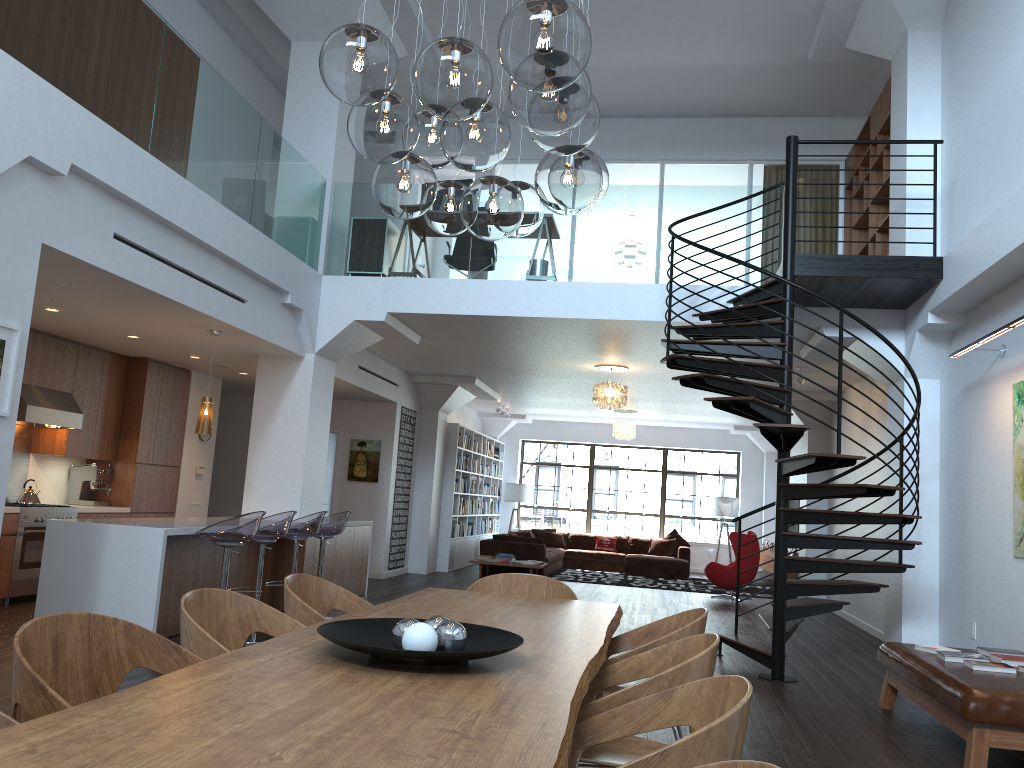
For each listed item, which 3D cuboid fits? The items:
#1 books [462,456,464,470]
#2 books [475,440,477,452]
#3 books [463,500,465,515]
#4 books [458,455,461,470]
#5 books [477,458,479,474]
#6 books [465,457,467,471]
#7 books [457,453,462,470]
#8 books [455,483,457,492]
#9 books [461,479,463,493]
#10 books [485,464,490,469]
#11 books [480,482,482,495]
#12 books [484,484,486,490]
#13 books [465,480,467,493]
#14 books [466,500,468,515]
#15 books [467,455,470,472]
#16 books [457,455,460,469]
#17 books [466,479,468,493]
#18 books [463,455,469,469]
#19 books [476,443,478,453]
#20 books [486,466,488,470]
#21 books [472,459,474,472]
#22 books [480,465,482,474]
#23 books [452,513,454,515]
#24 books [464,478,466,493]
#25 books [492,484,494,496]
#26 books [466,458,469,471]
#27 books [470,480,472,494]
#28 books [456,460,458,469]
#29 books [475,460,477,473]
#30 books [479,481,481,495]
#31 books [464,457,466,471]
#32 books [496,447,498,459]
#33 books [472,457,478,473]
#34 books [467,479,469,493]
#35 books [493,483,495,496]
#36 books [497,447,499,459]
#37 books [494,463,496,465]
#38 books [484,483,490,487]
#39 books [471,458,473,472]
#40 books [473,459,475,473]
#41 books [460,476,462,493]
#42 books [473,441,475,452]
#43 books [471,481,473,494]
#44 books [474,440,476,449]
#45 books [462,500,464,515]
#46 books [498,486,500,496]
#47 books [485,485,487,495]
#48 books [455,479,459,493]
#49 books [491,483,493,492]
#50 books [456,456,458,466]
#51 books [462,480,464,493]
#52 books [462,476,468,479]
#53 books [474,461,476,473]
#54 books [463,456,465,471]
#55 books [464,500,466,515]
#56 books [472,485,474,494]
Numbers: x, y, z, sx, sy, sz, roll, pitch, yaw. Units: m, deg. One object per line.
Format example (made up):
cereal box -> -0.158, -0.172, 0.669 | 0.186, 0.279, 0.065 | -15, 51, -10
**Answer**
books -> -0.921, 1.353, 15.190 | 0.183, 0.253, 0.042 | 3, -8, 10
books -> -0.731, 1.143, 16.246 | 0.158, 0.226, 0.052 | 3, -8, 10
books -> -0.911, 2.145, 15.440 | 0.183, 0.253, 0.034 | 3, -8, 10
books -> -0.965, 1.310, 14.845 | 0.174, 0.242, 0.105 | 3, -8, 10
books -> -0.721, 1.511, 16.411 | 0.197, 0.283, 0.065 | 3, -8, 10
books -> -0.888, 1.386, 15.424 | 0.183, 0.253, 0.042 | 3, -8, 10
books -> -0.942, 1.298, 14.923 | 0.176, 0.290, 0.053 | 3, -8, 10
books -> -0.982, 1.723, 14.748 | 0.110, 0.153, 0.019 | 3, -8, 10
books -> -0.936, 1.735, 15.145 | 0.174, 0.239, 0.045 | 3, -8, 10
books -> -0.519, 1.712, 17.622 | 0.140, 0.231, 0.042 | 3, -8, 10
books -> -0.668, 1.971, 16.821 | 0.171, 0.246, 0.036 | 3, -8, 10
books -> -0.585, 2.054, 17.260 | 0.140, 0.206, 0.042 | 3, -8, 10
books -> -0.878, 1.784, 15.486 | 0.174, 0.239, 0.045 | 3, -8, 10
books -> -0.880, 2.168, 15.606 | 0.183, 0.253, 0.034 | 3, -8, 10
books -> -0.834, 1.407, 15.697 | 0.176, 0.291, 0.053 | 3, -8, 10
books -> -0.974, 1.303, 14.763 | 0.172, 0.235, 0.112 | 3, -8, 10
books -> -0.877, 1.782, 15.526 | 0.182, 0.253, 0.034 | 3, -8, 10
books -> -0.859, 1.402, 15.649 | 0.198, 0.284, 0.049 | 3, -8, 10
books -> -0.710, 1.173, 16.329 | 0.139, 0.191, 0.036 | 3, -8, 10
books -> -0.552, 1.710, 17.441 | 0.134, 0.184, 0.030 | 3, -8, 10
books -> -0.788, 1.466, 15.930 | 0.174, 0.239, 0.045 | 3, -8, 10
books -> -0.648, 1.624, 16.788 | 0.126, 0.173, 0.032 | 3, -8, 10
books -> -1.072, 2.140, 14.646 | 0.197, 0.035, 0.284 | 4, -7, 0
books -> -0.895, 1.763, 15.389 | 0.182, 0.253, 0.034 | 3, -8, 10
books -> -0.468, 2.146, 18.043 | 0.171, 0.246, 0.039 | 3, -8, 10
books -> -0.860, 1.409, 15.531 | 0.174, 0.240, 0.054 | 3, -8, 10
books -> -0.814, 1.840, 15.886 | 0.174, 0.240, 0.054 | 3, -8, 10
books -> -0.982, 1.300, 14.732 | 0.152, 0.232, 0.104 | 3, -8, 10
books -> -0.735, 1.515, 16.272 | 0.174, 0.239, 0.045 | 3, -8, 10
books -> -0.689, 1.944, 16.650 | 0.174, 0.251, 0.051 | 3, -8, 10
books -> -0.896, 1.380, 15.351 | 0.171, 0.246, 0.039 | 3, -8, 10
books -> -0.398, 1.419, 18.283 | 0.183, 0.253, 0.042 | 3, -8, 10
books -> -0.726, 1.500, 16.351 | 0.176, 0.290, 0.053 | 3, -8, 10
books -> -0.861, 1.787, 15.558 | 0.182, 0.253, 0.034 | 3, -8, 10
books -> -0.441, 2.165, 18.205 | 0.183, 0.253, 0.042 | 3, -8, 10
books -> -0.377, 1.438, 18.411 | 0.183, 0.253, 0.042 | 3, -8, 10
books -> -0.422, 1.766, 18.205 | 0.176, 0.290, 0.036 | 3, -8, 9
books -> -0.524, 2.094, 17.622 | 0.140, 0.231, 0.042 | 3, -8, 10
books -> -0.795, 1.449, 15.858 | 0.182, 0.253, 0.034 | 3, -8, 10
books -> -0.772, 1.473, 16.029 | 0.182, 0.253, 0.034 | 3, -8, 10
books -> -0.952, 1.699, 15.074 | 0.176, 0.290, 0.053 | 3, -8, 10
books -> -0.753, 1.126, 16.031 | 0.146, 0.202, 0.027 | 3, -8, 10
books -> -0.798, 1.859, 15.958 | 0.161, 0.223, 0.032 | 3, -8, 10
books -> -0.734, 1.134, 16.197 | 0.140, 0.231, 0.042 | 3, -8, 10
books -> -0.922, 2.137, 15.359 | 0.171, 0.246, 0.057 | 3, -8, 10
books -> -0.346, 2.264, 18.754 | 0.182, 0.215, 0.188 | 3, -8, 10
books -> -0.575, 2.068, 17.298 | 0.139, 0.191, 0.036 | 3, -8, 10
books -> -0.972, 1.701, 14.876 | 0.140, 0.231, 0.042 | 3, -8, 10
books -> -0.483, 2.132, 17.973 | 0.183, 0.253, 0.042 | 3, -8, 10
books -> -0.991, 1.302, 14.703 | 0.161, 0.218, 0.101 | 3, -8, 10
books -> -0.914, 1.760, 15.259 | 0.161, 0.223, 0.027 | 3, -8, 10
books -> -0.860, 1.777, 15.623 | 0.176, 0.294, 0.102 | 3, -8, 10
books -> -0.751, 1.506, 16.154 | 0.161, 0.223, 0.027 | 3, -8, 10
books -> -0.913, 1.362, 15.276 | 0.180, 0.259, 0.042 | 3, -8, 10
books -> -0.902, 2.150, 15.472 | 0.183, 0.253, 0.034 | 3, -8, 10
books -> -0.777, 1.890, 16.112 | 0.161, 0.207, 0.135 | 3, -8, 9
